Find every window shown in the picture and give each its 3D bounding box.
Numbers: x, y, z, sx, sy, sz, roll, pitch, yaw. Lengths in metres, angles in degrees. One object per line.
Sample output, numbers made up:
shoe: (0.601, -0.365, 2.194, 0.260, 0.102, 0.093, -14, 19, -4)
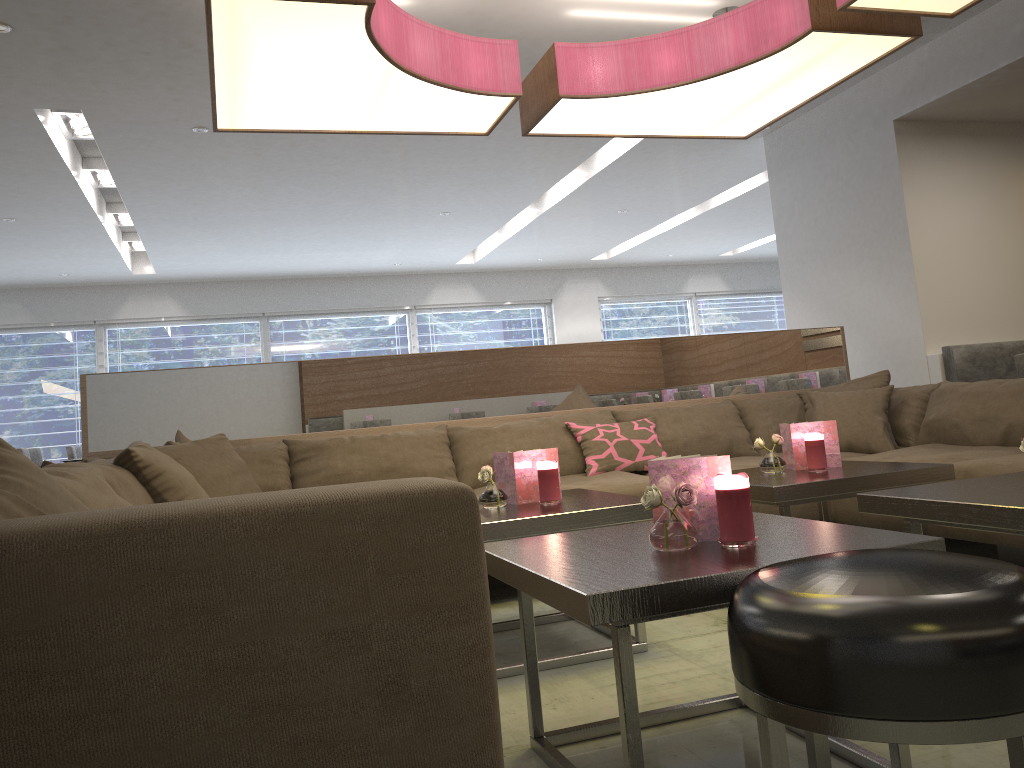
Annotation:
window: (-2.814, 0.216, 10.229, 7.110, 2.090, 0.157, -4, -6, -18)
window: (2.889, -0.221, 12.070, 3.663, 2.091, 0.157, -4, -6, -18)

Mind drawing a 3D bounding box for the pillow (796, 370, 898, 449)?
pillow: (1.559, 0.150, 4.139, 0.523, 0.397, 0.291, -8, -6, 41)

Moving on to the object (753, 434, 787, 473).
object: (0.889, 0.238, 3.045, 0.101, 0.133, 0.091, -9, -6, 37)

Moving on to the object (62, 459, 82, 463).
object: (-3.017, 0.530, 6.120, 0.217, 0.015, 0.215, -3, -3, -38)

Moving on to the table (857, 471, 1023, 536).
table: (1.294, 0.437, 1.991, 0.658, 0.415, 0.652, -4, -4, -18)

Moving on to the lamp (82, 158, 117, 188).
lamp: (-2.989, -1.540, 6.492, 0.227, 0.102, 0.484, -4, -2, -18)

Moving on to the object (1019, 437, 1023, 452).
object: (1.227, 0.172, 2.035, 0.095, 0.130, 0.106, -8, -6, 32)

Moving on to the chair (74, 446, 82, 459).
chair: (-3.721, 0.928, 8.024, 0.492, 0.768, 0.473, -4, -5, -13)

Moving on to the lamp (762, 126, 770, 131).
lamp: (1.735, -1.766, 6.107, 0.088, 0.007, 0.089, -6, -2, 27)

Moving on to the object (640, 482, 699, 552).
object: (0.337, 0.238, 1.624, 0.193, 0.126, 0.094, -6, -5, 14)

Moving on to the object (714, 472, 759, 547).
object: (0.409, 0.229, 1.624, 0.075, 0.129, 0.075, -9, -7, 35)

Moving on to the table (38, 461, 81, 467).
table: (-2.894, 0.859, 6.425, 0.778, 0.639, 1.180, -4, -3, -18)

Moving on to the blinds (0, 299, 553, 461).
blinds: (-2.795, 0.184, 10.129, 7.105, 2.061, 0.045, -4, -6, -18)

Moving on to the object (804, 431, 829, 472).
object: (1.010, 0.224, 2.941, 0.075, 0.129, 0.075, 0, -8, -45)

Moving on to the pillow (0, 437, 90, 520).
pillow: (-0.595, 0.181, 1.134, 0.280, 0.408, 0.527, -2, -5, -29)

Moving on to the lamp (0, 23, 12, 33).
lamp: (-2.168, -1.508, 3.743, 0.088, 0.007, 0.089, -6, -2, 27)

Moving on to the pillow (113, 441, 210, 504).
pillow: (-1.083, 0.340, 2.781, 0.312, 0.342, 0.490, -3, -4, -23)

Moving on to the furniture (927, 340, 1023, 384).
furniture: (2.391, 0.116, 1.973, 4.261, 0.860, 5.604, -4, -2, -18)

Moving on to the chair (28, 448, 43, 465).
chair: (-3.328, 0.840, 6.571, 0.492, 0.768, 0.473, -4, -5, -13)

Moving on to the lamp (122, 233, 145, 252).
lamp: (-3.697, -1.394, 8.736, 0.227, 0.102, 0.484, -4, -2, -18)

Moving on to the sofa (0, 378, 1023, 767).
sofa: (0.537, 0.396, 2.626, 3.770, 0.681, 3.155, -4, -2, -18)

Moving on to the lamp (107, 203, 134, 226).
lamp: (-3.365, -1.462, 7.684, 0.227, 0.102, 0.484, -4, -2, -18)

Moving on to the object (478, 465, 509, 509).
object: (-0.065, 0.311, 2.687, 0.101, 0.130, 0.094, -2, -6, -34)

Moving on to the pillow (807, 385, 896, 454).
pillow: (1.509, 0.176, 3.932, 0.378, 0.325, 0.234, -7, -5, 27)

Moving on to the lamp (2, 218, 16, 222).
lamp: (-3.835, -1.249, 6.742, 0.088, 0.007, 0.089, -6, -2, 27)

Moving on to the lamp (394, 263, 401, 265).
lamp: (-1.293, -1.355, 9.997, 0.088, 0.007, 0.089, -6, -2, 27)

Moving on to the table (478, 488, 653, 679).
table: (0.038, 0.572, 2.645, 0.658, 0.415, 0.652, -4, -4, -18)

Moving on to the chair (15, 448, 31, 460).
chair: (-3.116, 0.803, 6.090, 0.493, 0.768, 0.473, -3, -6, -23)

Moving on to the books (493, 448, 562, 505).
books: (0.054, 0.290, 2.760, 0.256, 0.166, 0.143, -8, -5, 36)

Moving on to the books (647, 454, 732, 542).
books: (0.368, 0.226, 1.764, 0.157, 0.166, 0.142, -6, -5, 17)

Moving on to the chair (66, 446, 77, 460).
chair: (-3.509, 0.891, 7.544, 0.493, 0.768, 0.473, -3, -6, -23)

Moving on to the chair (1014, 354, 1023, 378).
chair: (2.664, 0.215, 4.011, 0.493, 0.768, 0.473, -3, -6, -26)

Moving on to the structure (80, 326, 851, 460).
structure: (0.021, 0.333, 4.272, 3.778, 1.017, 0.222, -4, -6, -18)

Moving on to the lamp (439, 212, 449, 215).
lamp: (-0.596, -1.498, 7.788, 0.088, 0.007, 0.089, -6, -2, 27)

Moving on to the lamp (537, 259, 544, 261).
lamp: (0.341, -1.480, 10.524, 0.088, 0.007, 0.089, -6, -2, 27)

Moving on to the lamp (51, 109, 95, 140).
lamp: (-2.648, -1.610, 5.413, 0.227, 0.102, 0.484, -4, -2, -18)

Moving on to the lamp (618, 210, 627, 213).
lamp: (1.038, -1.623, 8.316, 0.088, 0.007, 0.089, -6, -2, 27)

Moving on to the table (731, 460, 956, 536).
table: (0.990, 0.499, 2.952, 0.658, 0.415, 0.652, -4, -4, -18)

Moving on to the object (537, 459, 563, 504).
object: (0.110, 0.294, 2.662, 0.075, 0.129, 0.075, 0, -8, -45)

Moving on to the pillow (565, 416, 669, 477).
pillow: (0.484, 0.274, 3.911, 0.464, 0.254, 0.179, -4, -5, -22)

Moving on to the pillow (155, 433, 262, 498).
pillow: (-1.124, 0.364, 3.274, 0.297, 0.359, 0.500, -6, -4, 14)

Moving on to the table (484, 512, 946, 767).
table: (0.341, 0.510, 1.683, 0.658, 0.415, 0.652, -4, -4, -18)

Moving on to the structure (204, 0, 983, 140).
structure: (0.304, -1.466, 2.752, 2.445, 0.623, 2.428, -4, -2, -18)

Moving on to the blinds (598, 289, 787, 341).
blinds: (2.927, -0.255, 11.977, 3.655, 2.061, 0.045, -4, -6, -18)

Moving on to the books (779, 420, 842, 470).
books: (1.044, 0.215, 3.099, 0.157, 0.166, 0.142, -5, -5, 2)

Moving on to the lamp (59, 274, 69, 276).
lamp: (-4.532, -1.106, 8.951, 0.088, 0.007, 0.089, -6, -2, 27)

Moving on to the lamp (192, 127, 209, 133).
lamp: (-1.823, -1.485, 5.175, 0.088, 0.007, 0.089, -6, -2, 27)

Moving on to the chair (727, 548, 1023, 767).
chair: (0.517, 0.457, 1.170, 0.423, 0.454, 0.419, -3, -5, -21)
